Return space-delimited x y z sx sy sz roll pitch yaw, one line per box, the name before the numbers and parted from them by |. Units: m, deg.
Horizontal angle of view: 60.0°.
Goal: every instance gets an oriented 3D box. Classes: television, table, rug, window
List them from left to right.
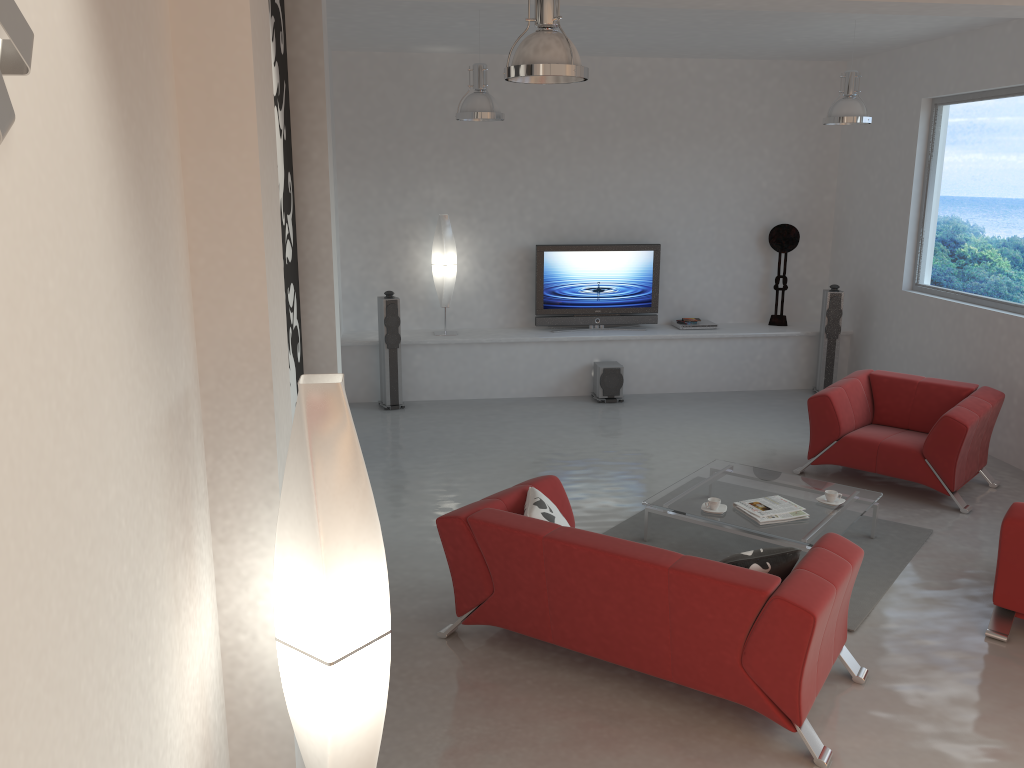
television | 0.929 -1.050 9.621 1.356 0.919 0.343 -2 13 -7
rug | 1.600 1.006 5.718 1.700 0.025 1.700 10 17 36
table | 1.608 0.862 5.694 1.162 0.286 1.097 10 17 36
window | 4.142 -1.529 7.368 0.100 1.800 2.400 -2 13 -7

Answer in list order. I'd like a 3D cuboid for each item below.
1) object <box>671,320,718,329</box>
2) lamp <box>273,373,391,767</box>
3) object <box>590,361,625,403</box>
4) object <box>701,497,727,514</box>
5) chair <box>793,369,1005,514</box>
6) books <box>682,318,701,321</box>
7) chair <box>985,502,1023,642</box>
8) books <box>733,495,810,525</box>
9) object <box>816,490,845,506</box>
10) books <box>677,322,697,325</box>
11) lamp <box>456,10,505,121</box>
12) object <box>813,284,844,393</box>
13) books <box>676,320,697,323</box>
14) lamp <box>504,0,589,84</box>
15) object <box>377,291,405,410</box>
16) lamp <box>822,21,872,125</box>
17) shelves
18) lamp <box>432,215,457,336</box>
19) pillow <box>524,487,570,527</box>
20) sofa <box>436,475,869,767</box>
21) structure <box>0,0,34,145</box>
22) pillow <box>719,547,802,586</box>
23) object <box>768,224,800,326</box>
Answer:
object | 2.026 -0.663 9.862 0.430 0.045 0.352 -2 13 -7
lamp | -0.494 0.851 2.493 0.313 1.779 0.313 0 13 0
object | 1.004 -0.021 9.276 0.336 0.374 0.337 -2 13 -7
object | 1.239 0.741 5.432 0.153 0.069 0.153 5 14 18
chair | 2.991 0.376 6.819 1.288 0.738 0.951 12 18 41
books | 1.987 -0.713 9.815 0.190 0.015 0.135 1 13 2
chair | 3.167 0.894 4.624 0.951 0.738 1.288 12 18 41
books | 1.579 0.764 5.414 0.367 0.035 0.345 -4 14 -17
object | 2.002 0.711 5.568 0.153 0.069 0.153 -11 17 -40
books | 1.936 -0.682 9.817 0.190 0.015 0.135 -12 18 -41
lamp | -0.244 -2.431 6.765 0.379 0.800 0.379 -2 14 -11
object | 3.388 -0.475 9.464 0.255 1.184 0.273 2 13 7
books | 1.935 -0.698 9.817 0.190 0.015 0.135 -7 15 -27
lamp | 0.154 -1.748 3.871 0.379 0.800 0.379 -3 14 -14
object | -1.219 -0.346 8.864 0.255 1.184 0.273 -5 14 -22
lamp | 2.738 -2.515 7.156 0.379 0.800 0.379 8 16 31
shelves | 0.949 -0.553 9.621 5.500 0.050 0.650 -2 13 -7
lamp | -0.706 -1.141 9.289 0.263 1.239 0.263 -4 14 -15
pillow | 0.200 0.741 4.467 0.288 0.343 0.402 0 13 0
sofa | 0.635 0.977 4.240 1.929 0.738 0.951 8 16 31
structure | -0.643 -0.538 0.947 0.090 0.596 0.596 -2 13 -7
pillow | 1.040 0.867 3.943 0.402 0.343 0.288 -3 14 -15
object | 2.998 -1.212 9.869 0.331 1.130 0.108 4 14 17
